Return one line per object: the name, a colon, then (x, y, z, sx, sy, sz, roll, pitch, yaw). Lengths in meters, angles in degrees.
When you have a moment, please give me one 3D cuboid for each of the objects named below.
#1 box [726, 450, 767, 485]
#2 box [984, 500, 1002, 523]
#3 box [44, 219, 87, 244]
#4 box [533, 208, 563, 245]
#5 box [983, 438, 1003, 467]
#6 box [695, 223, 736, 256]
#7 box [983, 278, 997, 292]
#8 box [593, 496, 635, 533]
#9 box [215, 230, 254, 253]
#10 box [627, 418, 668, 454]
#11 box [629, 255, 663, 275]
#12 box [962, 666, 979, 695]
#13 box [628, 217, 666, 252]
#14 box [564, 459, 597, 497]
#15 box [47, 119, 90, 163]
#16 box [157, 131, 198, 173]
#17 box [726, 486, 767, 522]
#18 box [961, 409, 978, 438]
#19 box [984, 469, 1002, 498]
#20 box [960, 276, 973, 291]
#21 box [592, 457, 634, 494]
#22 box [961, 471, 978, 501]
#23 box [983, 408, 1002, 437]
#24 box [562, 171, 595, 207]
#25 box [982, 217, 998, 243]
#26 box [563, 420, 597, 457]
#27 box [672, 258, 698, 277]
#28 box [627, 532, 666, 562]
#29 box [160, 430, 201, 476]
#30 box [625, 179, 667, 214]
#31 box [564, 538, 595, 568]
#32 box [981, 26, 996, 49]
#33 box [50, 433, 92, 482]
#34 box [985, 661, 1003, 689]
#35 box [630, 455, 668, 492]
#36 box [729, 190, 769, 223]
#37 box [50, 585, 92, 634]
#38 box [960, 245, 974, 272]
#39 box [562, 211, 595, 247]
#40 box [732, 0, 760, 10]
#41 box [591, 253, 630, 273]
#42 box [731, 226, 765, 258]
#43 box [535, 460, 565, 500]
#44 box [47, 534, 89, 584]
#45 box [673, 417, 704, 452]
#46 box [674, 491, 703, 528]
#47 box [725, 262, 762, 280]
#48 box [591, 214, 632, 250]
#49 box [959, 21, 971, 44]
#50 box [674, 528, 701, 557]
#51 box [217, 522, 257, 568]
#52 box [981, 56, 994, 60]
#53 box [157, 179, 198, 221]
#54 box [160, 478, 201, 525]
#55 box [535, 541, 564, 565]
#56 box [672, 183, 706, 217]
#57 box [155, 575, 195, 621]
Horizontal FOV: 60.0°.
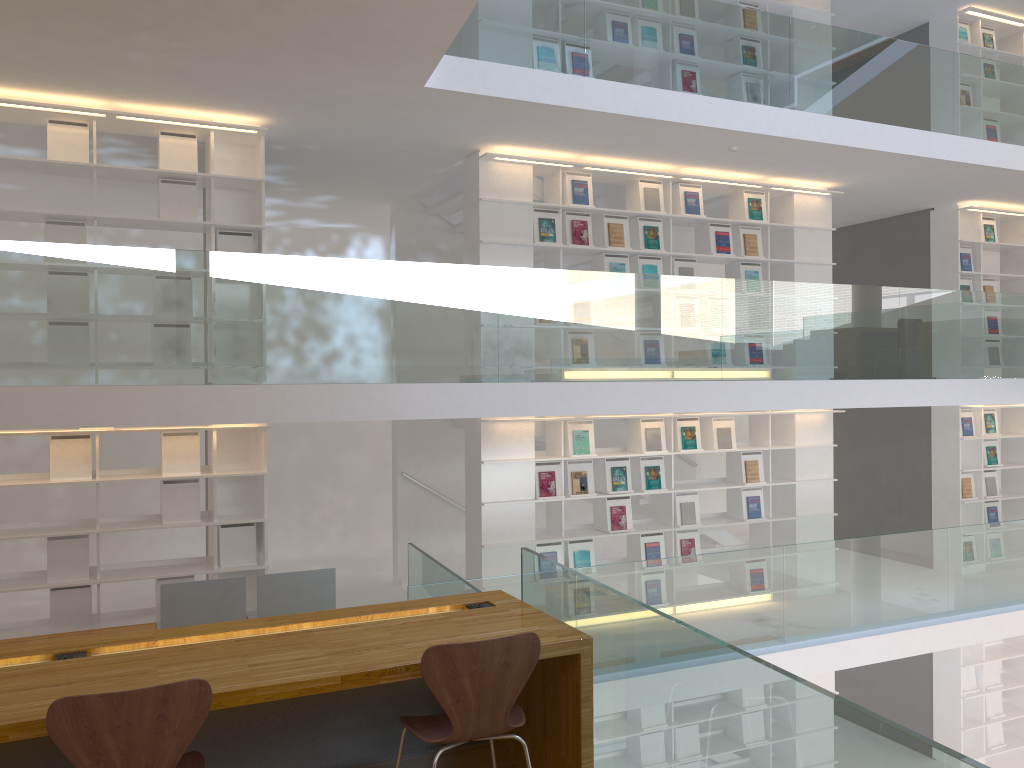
box: (2.164, 0.767, 8.191, 0.245, 0.296, 0.274, 0, 0, -25)
box: (5.149, 1.398, 9.644, 0.245, 0.296, 0.274, 0, 0, -25)
box: (-2.960, -0.922, 5.884, 0.245, 0.296, 0.274, 0, 0, -25)
box: (0.249, -1.279, 7.304, 0.245, 0.296, 0.274, 0, 0, -25)
box: (5.129, 0.736, 9.635, 0.245, 0.296, 0.274, 0, 0, -25)
box: (1.840, -1.294, 8.042, 0.245, 0.296, 0.274, 0, 0, -25)
box: (5.096, -0.992, 9.621, 0.245, 0.296, 0.274, 0, 0, -25)
box: (0.872, 1.100, 7.591, 0.245, 0.296, 0.274, 0, 0, -25)
box: (-1.985, -0.931, 6.336, 0.245, 0.296, 0.274, 0, 0, -25)
box: (1.182, 0.446, 7.735, 0.245, 0.296, 0.274, 0, 0, -25)
box: (1.161, -0.956, 7.726, 0.245, 0.296, 0.274, 0, 0, -25)
box: (4.785, 3.109, 9.474, 0.245, 0.296, 0.274, 0, 0, -25)
box: (1.163, -1.285, 7.727, 0.245, 0.296, 0.274, 0, 0, -25)
box: (0.534, 0.781, 7.449, 0.245, 0.296, 0.274, 0, 0, -25)
box: (-2.944, -1.580, 5.890, 0.245, 0.296, 0.274, 0, 0, -25)
box: (-2.330, -1.584, 6.177, 0.245, 0.296, 0.274, 0, 0, -25)
box: (2.168, 1.095, 8.192, 0.245, 0.296, 0.274, 0, 0, -25)
box: (4.767, 0.418, 9.467, 0.245, 0.296, 0.274, 0, 0, -25)
box: (5.111, 1.069, 9.626, 0.245, 0.296, 0.274, 0, 0, -25)
box: (4.755, -0.989, 9.463, 0.245, 0.296, 0.274, 0, 0, -25)
box: (0.864, 0.771, 7.588, 0.245, 0.296, 0.274, 0, 0, -25)
box: (4.771, 1.072, 9.468, 0.245, 0.296, 0.274, 0, 0, -25)
box: (5.105, 0.413, 9.624, 0.245, 0.296, 0.274, 0, 0, -25)
box: (0.522, -1.609, 7.431, 0.245, 0.296, 0.274, 0, 0, -25)
box: (5.090, -1.648, 9.618, 0.245, 0.296, 0.274, 0, 0, -25)
box: (0.537, 0.452, 7.436, 0.245, 0.296, 0.274, 0, 0, -25)
box: (1.496, -0.960, 7.882, 0.245, 0.296, 0.274, 0, 0, -25)
box: (1.178, 1.433, 7.733, 0.245, 0.296, 0.274, 0, 0, -25)
box: (-2.314, 0.477, 6.183, 0.245, 0.296, 0.274, 0, 0, -25)
box: (1.167, -1.614, 7.729, 0.245, 0.296, 0.274, 0, 0, -25)
box: (0.540, 1.438, 7.437, 0.245, 0.296, 0.274, 0, 0, -25)
box: (5.075, -3.695, 9.612, 0.245, 0.296, 0.274, 0, 0, -25)
box: (-2.929, 0.480, 5.896, 0.245, 0.296, 0.274, 0, 0, -25)
box: (5.126, 3.106, 9.632, 0.245, 0.296, 0.274, 0, 0, -25)
box: (1.178, 0.775, 7.733, 0.245, 0.296, 0.274, 0, 0, -25)
box: (2.191, -1.623, 8.204, 0.245, 0.296, 0.274, 0, 0, -25)
box: (-2.930, 1.467, 5.897, 0.245, 0.296, 0.274, 0, 0, -25)
box: (4.747, -1.317, 9.459, 0.245, 0.296, 0.274, 0, 0, -25)
box: (0.519, -1.280, 7.443, 0.245, 0.296, 0.274, 0, 0, -25)
box: (2.134, -3.341, 8.179, 0.245, 0.296, 0.274, 0, 0, -25)
box: (0.853, -0.954, 7.584, 0.245, 0.296, 0.274, 0, 0, -25)
box: (2.149, -1.294, 8.185, 0.245, 0.296, 0.274, 0, 0, -25)
box: (0.264, 0.782, 7.310, 0.245, 0.296, 0.274, 0, 0, -25)
box: (-2.945, 1.139, 5.890, 0.245, 0.296, 0.274, 0, 0, -25)
box: (1.520, 0.443, 7.892, 0.245, 0.296, 0.274, 0, 0, -25)
box: (1.511, 1.101, 7.888, 0.245, 0.296, 0.274, 0, 0, -25)
box: (2.153, -0.965, 8.186, 0.245, 0.296, 0.274, 0, 0, -25)
box: (0.850, -1.283, 7.582, 0.245, 0.296, 0.274, 0, 0, -25)
box: (4.715, -3.692, 9.445, 0.245, 0.296, 0.274, 0, 0, -25)
box: (1.518, 1.430, 7.891, 0.245, 0.296, 0.274, 0, 0, -25)
box: (-1.970, 1.130, 6.342, 0.245, 0.296, 0.274, 0, 0, -25)
box: (5.079, -3.368, 9.614, 0.245, 0.296, 0.274, 0, 0, -25)
box: (-2.329, -1.256, 6.177, 0.245, 0.296, 0.274, 0, 0, -25)
box: (-2.314, 0.804, 6.183, 0.245, 0.296, 0.274, 0, 0, -25)
box: (0.272, 1.441, 7.313, 0.245, 0.296, 0.274, 0, 0, -25)
box: (1.545, -1.618, 7.905, 0.245, 0.296, 0.274, 0, 0, -25)
box: (-2.344, 1.462, 6.169, 0.245, 0.296, 0.274, 0, 0, -25)
